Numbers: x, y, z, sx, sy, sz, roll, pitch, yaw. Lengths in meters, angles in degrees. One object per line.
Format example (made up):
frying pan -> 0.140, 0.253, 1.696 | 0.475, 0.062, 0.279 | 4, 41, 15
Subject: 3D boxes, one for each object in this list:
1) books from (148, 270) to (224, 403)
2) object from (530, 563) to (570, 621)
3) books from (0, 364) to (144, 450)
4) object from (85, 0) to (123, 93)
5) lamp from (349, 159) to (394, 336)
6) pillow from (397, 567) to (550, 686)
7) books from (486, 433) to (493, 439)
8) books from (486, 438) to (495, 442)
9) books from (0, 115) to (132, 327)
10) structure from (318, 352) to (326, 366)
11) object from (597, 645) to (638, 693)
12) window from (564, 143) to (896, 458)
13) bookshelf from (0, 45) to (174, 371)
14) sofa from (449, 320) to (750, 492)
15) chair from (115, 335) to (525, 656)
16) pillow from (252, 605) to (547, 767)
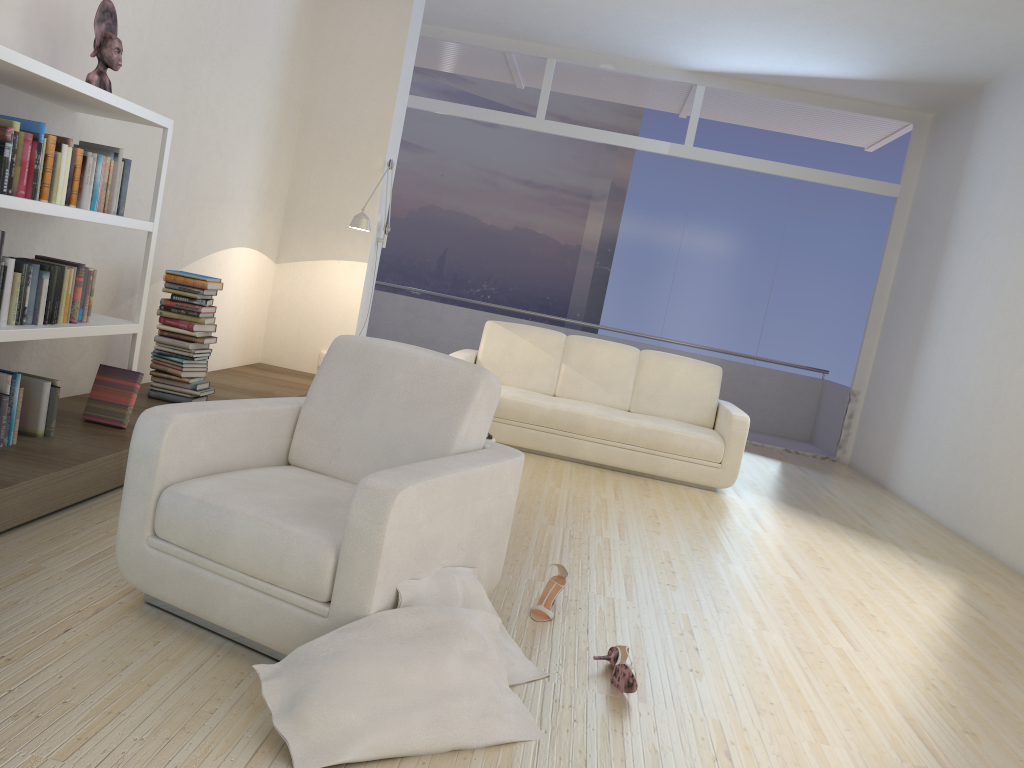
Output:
books -> -1.769, -0.252, 4.838 | 0.329, 0.694, 0.270 | 12, 6, 4
object -> 0.139, 0.749, 3.211 | 0.089, 0.149, 0.265 | 13, 6, 17
books -> -1.934, 0.071, 3.544 | 0.274, 0.281, 1.125 | 12, 6, 11
object -> -1.711, -1.404, 3.725 | 0.133, 0.409, 0.138 | 6, 8, -39
lamp -> -1.146, -0.783, 6.581 | 0.204, 1.841, 0.891 | 11, 6, 0
pillow -> -0.147, 0.699, 2.477 | 0.312, 0.315, 0.615 | 15, 7, 31
books -> -0.300, 0.306, 5.794 | 0.287, 0.025, 0.247 | 9, 7, -22
books -> -0.301, 0.337, 5.800 | 0.319, 0.038, 0.247 | 8, 7, -25
books -> -1.820, -0.613, 3.442 | 0.215, 0.743, 0.831 | 12, 6, 4
structure -> -1.395, -0.175, 6.883 | 0.206, 0.114, 0.028 | 12, 6, 4
object -> 0.319, 0.872, 2.750 | 0.121, 0.091, 0.287 | 11, 6, 3
window -> 2.128, -0.854, 9.145 | 2.988, 2.706, 0.012 | 12, 6, 4
bookshelf -> -1.949, -0.477, 3.282 | 0.465, 1.396, 1.599 | 12, 6, 4
sofa -> 0.606, 0.105, 6.627 | 2.166, 0.862, 0.941 | 12, 6, 4
chair -> -0.534, 0.275, 2.836 | 0.919, 0.828, 0.941 | 14, 7, 24
pillow -> -0.255, 0.741, 2.208 | 0.712, 0.287, 0.299 | 7, 7, -33
